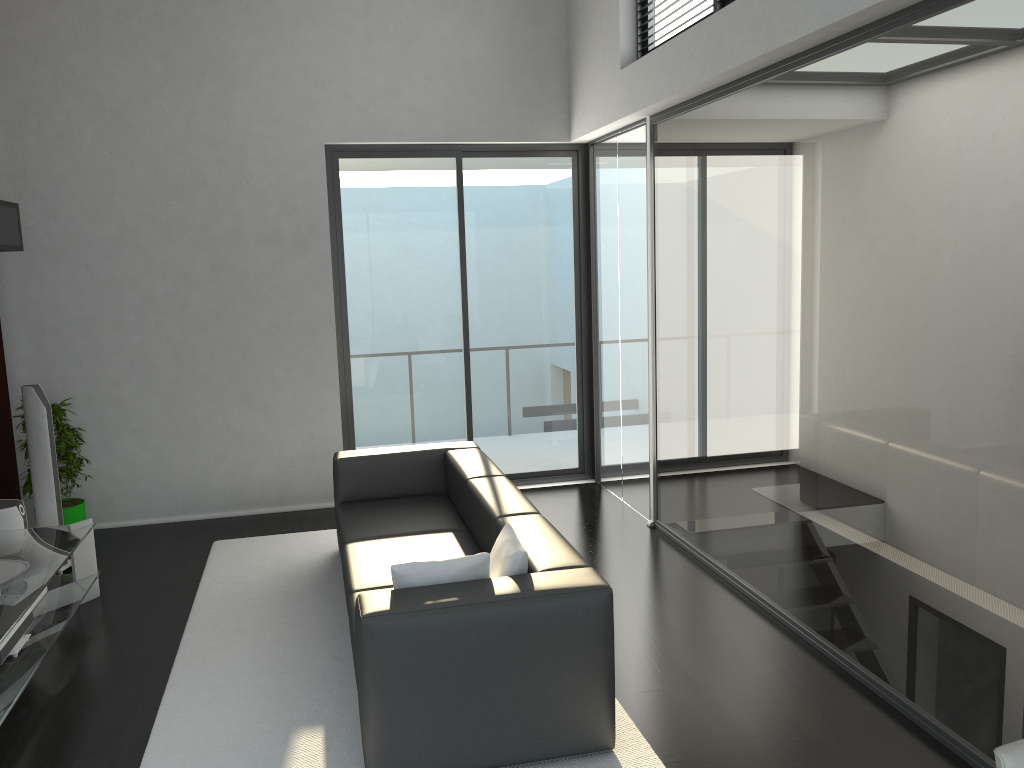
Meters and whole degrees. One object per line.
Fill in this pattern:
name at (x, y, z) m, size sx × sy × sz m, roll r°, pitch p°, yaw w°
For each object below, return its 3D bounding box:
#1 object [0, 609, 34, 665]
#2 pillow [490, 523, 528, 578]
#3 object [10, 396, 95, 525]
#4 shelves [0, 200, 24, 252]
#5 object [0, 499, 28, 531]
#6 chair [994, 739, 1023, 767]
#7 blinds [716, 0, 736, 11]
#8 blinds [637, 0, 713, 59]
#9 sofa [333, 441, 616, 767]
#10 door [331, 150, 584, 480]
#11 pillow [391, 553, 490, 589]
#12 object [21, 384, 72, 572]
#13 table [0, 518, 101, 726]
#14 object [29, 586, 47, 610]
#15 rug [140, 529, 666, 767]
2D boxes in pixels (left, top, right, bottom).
object at (-2.330, 1.157, 4.047) m, size 0.182 × 0.090 × 0.470 m, roll -4°, pitch 8°, yaw -13°
pillow at (-0.034, 0.785, 3.543) m, size 0.169 × 0.361 × 0.376 m, roll -3°, pitch 8°, yaw -11°
object at (-3.062, 0.577, 5.902) m, size 0.507 × 1.068 × 0.599 m, roll -6°, pitch 9°, yaw -28°
shelves at (-2.498, -0.527, 2.267) m, size 0.305 × 0.301 × 6.988 m, roll -4°, pitch 8°, yaw -13°
object at (-2.972, 0.954, 5.122) m, size 0.323 × 0.518 × 0.286 m, roll -4°, pitch 8°, yaw -13°
chair at (1.119, 1.141, 1.428) m, size 0.471 × 0.959 × 0.612 m, roll -5°, pitch 9°, yaw -23°
blinds at (1.176, -2.528, 3.968) m, size 0.048 × 1.372 × 1.076 m, roll -4°, pitch 8°, yaw -13°
blinds at (0.923, -2.676, 5.049) m, size 0.048 × 1.372 × 1.076 m, roll -4°, pitch 8°, yaw -13°
sofa at (-0.373, 0.888, 4.464) m, size 0.943 × 0.652 × 2.781 m, roll -4°, pitch 8°, yaw -13°
door at (-0.367, -0.488, 6.942) m, size 1.900 × 2.600 × 0.050 m, roll -4°, pitch 8°, yaw -13°
pillow at (-0.273, 0.816, 3.389) m, size 0.376 × 0.358 × 0.186 m, roll -4°, pitch 8°, yaw -11°
object at (-2.880, 0.573, 5.467) m, size 0.215 × 1.141 × 0.228 m, roll -2°, pitch 8°, yaw 2°
table at (-2.519, 0.829, 3.958) m, size 0.771 × 1.093 × 2.046 m, roll -4°, pitch 8°, yaw -13°
object at (-2.650, 1.105, 4.547) m, size 0.412 × 0.106 × 0.449 m, roll -4°, pitch 8°, yaw -13°
rug at (-0.691, 1.250, 4.427) m, size 1.875 × 0.009 × 3.695 m, roll -4°, pitch 8°, yaw -13°
